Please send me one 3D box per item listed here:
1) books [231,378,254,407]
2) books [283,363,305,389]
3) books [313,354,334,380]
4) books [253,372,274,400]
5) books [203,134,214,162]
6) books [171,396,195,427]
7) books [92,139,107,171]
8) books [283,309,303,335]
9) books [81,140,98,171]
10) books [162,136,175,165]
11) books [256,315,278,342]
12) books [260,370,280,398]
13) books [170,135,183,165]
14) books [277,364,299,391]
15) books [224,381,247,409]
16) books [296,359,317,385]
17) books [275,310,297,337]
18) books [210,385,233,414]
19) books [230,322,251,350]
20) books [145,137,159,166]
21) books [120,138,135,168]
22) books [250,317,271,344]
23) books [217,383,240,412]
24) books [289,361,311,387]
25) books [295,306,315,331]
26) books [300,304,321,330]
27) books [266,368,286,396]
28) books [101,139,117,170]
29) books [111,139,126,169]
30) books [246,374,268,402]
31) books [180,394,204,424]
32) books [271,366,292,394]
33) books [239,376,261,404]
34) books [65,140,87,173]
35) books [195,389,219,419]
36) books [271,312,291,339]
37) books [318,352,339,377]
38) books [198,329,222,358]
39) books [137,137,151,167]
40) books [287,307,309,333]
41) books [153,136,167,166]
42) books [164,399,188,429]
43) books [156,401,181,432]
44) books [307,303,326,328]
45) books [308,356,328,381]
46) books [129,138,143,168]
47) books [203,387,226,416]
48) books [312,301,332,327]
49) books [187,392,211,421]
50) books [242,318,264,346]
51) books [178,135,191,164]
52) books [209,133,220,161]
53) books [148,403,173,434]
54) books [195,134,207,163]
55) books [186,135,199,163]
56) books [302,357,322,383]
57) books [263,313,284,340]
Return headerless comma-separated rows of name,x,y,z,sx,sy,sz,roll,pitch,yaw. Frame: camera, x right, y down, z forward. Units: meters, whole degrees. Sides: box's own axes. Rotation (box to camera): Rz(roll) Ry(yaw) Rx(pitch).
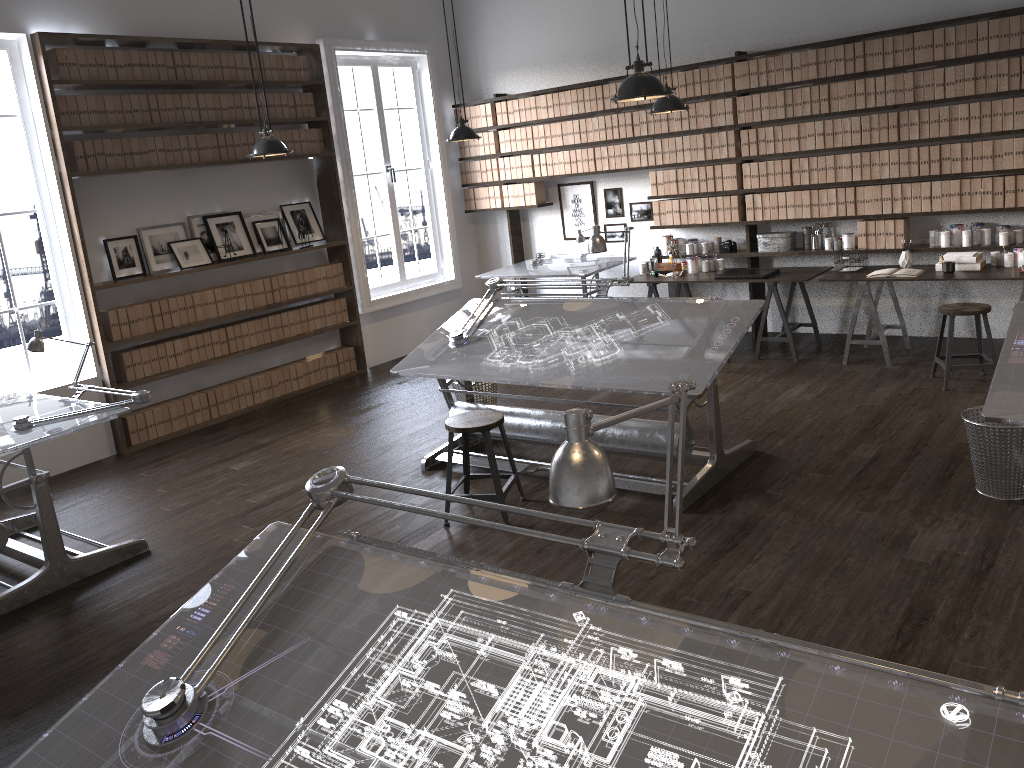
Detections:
books,-2.289,0.073,7.519,0.174,0.223,0.067,3,15,38
books,-1.954,-0.072,7.949,0.175,0.223,0.067,3,15,38
books,-1.750,-0.161,8.209,0.174,0.223,0.067,3,15,38
books,-2.164,0.018,7.681,0.175,0.223,0.067,3,15,38
books,-2.502,-1.893,7.143,0.175,0.223,0.067,3,15,38
books,-2.629,0.220,7.086,0.174,0.223,0.067,3,15,38
books,-3.044,-1.658,6.452,0.175,0.223,0.067,3,15,38
books,-1.967,-0.557,7.914,0.174,0.223,0.067,3,15,38
books,-3.084,-1.638,6.391,0.175,0.223,0.067,3,15,38
books,-2.711,-1.802,6.877,0.175,0.223,0.067,3,15,38
books,-2.131,-0.484,7.699,0.175,0.223,0.067,3,15,38
books,-2.120,0.001,7.730,0.175,0.223,0.067,3,15,38
books,-2.671,-1.821,6.931,0.174,0.223,0.067,3,15,38
books,-1.996,-0.054,7.892,0.175,0.223,0.067,3,15,38
books,-2.329,0.092,7.461,0.175,0.223,0.067,3,15,38
books,-1.874,-0.106,8.047,0.175,0.223,0.067,3,15,38
books,-2.005,-0.538,7.858,0.174,0.223,0.067,3,15,38
books,-2.414,0.127,7.359,0.175,0.223,0.067,3,15,38
books,-2.299,-0.409,7.475,0.175,0.223,0.067,3,15,38
books,-2.795,-1.765,6.766,0.175,0.223,0.067,3,15,38
books,-2.916,-1.714,6.616,0.175,0.223,0.067,3,15,38
books,-2.176,-0.465,7.642,0.175,0.223,0.067,3,15,38
books,-2.373,0.111,7.405,0.175,0.223,0.067,3,15,38
books,-1.917,-0.089,7.998,0.175,0.223,0.067,3,15,38
books,-1.878,-0.593,8.019,0.175,0.223,0.067,3,15,38
books,-1.836,-0.612,8.076,0.175,0.223,0.067,3,15,38
books,-2.084,-0.017,7.788,0.174,0.223,0.067,3,15,38
books,-2.997,-1.677,6.504,0.174,0.223,0.067,3,15,38
books,-2.958,-1.695,6.561,0.174,0.223,0.067,3,15,38
books,-2.200,0.035,7.632,0.175,0.223,0.067,3,15,38
books,-2.583,0.202,7.138,0.174,0.223,0.067,3,15,38
books,-2.041,-0.035,7.840,0.175,0.223,0.067,3,15,38
books,-2.242,0.054,7.575,0.175,0.223,0.067,3,15,38
books,-3.133,-1.619,6.337,0.175,0.223,0.067,3,15,38
books,-2.495,0.164,7.250,0.175,0.223,0.067,3,15,38
books,-2.046,-0.519,7.800,0.175,0.223,0.067,3,15,38
books,-1.711,-0.180,8.267,0.175,0.223,0.067,3,15,38
books,-2.472,-0.334,7.257,0.174,0.223,0.067,3,15,38
books,-2.834,-1.749,6.718,0.175,0.223,0.067,3,15,38
books,-1.923,-0.575,7.967,0.175,0.223,0.067,3,15,38
books,-2.750,-1.784,6.820,0.175,0.223,0.067,3,15,38
books,-2.672,0.239,7.032,0.175,0.223,0.067,3,15,38
books,-2.707,0.257,6.976,0.175,0.223,0.067,3,15,38
books,-1.800,-0.628,8.125,0.175,0.223,0.067,3,15,38
books,-1.795,-0.143,8.157,0.174,0.223,0.067,3,15,38
books,-2.870,-1.731,6.664,0.175,0.223,0.067,3,15,38
books,-2.455,0.145,7.310,0.175,0.223,0.067,3,15,38
books,-1.756,-0.645,8.173,0.175,0.223,0.067,3,15,38
books,-2.544,0.183,7.196,0.175,0.223,0.067,3,15,38
books,-2.220,-0.447,7.589,0.174,0.223,0.067,3,15,38
books,-2.626,-1.839,6.983,0.174,0.223,0.067,3,15,38
books,-2.465,-1.910,7.195,0.175,0.223,0.067,3,15,38
books,-2.751,0.274,6.927,0.175,0.223,0.067,3,15,38
books,-2.537,-1.876,7.092,0.175,0.223,0.067,3,15,38
books,-2.580,-1.857,7.036,0.175,0.223,0.067,3,15,38
books,-1.838,-0.124,8.102,0.175,0.223,0.067,3,15,38
books,-2.089,-0.500,7.745,0.175,0.223,0.067,3,15,38
